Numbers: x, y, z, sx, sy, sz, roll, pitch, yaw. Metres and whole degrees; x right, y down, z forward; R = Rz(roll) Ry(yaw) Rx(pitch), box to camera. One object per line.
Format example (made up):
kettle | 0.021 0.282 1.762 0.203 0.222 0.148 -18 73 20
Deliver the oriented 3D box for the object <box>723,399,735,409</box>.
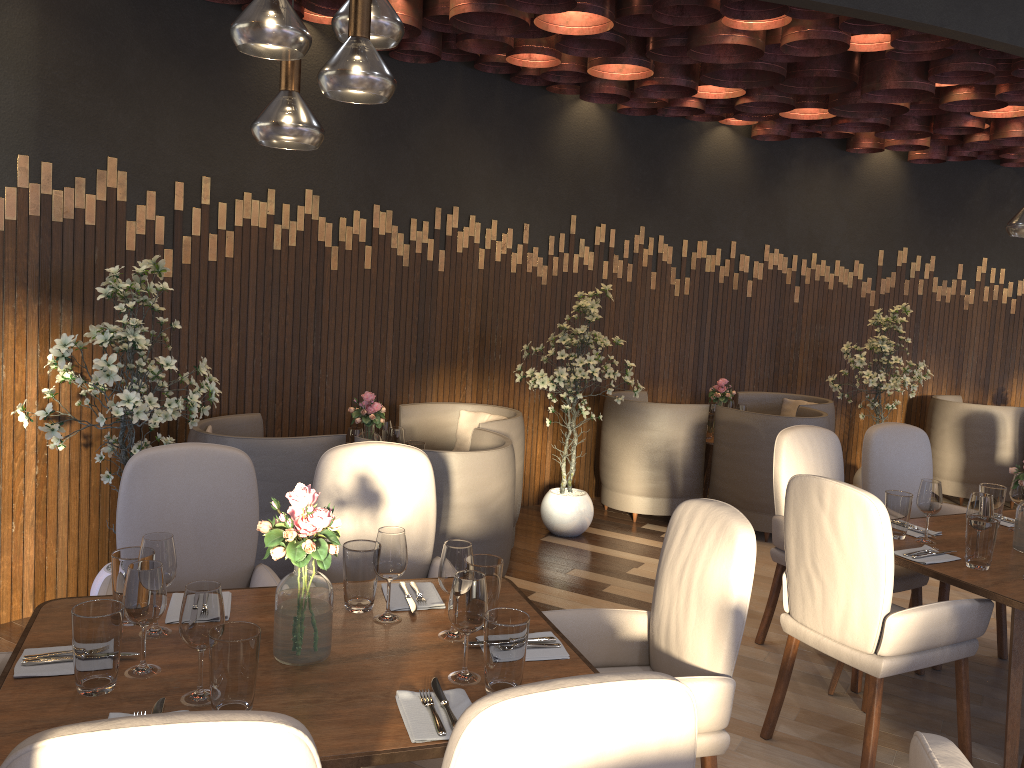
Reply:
object | 1.624 0.240 6.665 0.092 0.244 0.092 4 5 3

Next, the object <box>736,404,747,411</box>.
object | 1.657 0.269 6.423 0.092 0.244 0.092 3 5 -1

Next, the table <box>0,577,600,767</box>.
table | -0.504 0.974 2.143 1.306 0.664 0.968 1 6 -19

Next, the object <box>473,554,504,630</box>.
object | -0.078 0.552 2.348 0.102 0.178 0.102 4 5 11

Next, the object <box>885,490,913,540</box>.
object | 1.519 0.517 3.496 0.102 0.178 0.102 6 6 30

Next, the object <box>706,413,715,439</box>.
object | 1.386 0.299 6.307 0.102 0.178 0.102 7 6 33

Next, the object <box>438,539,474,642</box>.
object | -0.144 0.525 2.260 0.092 0.244 0.092 6 6 33

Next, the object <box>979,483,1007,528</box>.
object | 2.030 0.518 3.756 0.102 0.178 0.102 3 5 -9

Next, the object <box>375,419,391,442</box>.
object | -0.694 0.316 4.774 0.092 0.244 0.092 2 5 -20

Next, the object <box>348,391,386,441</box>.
object | -0.754 0.244 4.617 0.198 0.414 0.210 4 5 8

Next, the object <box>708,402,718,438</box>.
object | 1.443 0.259 6.399 0.092 0.244 0.092 6 5 24

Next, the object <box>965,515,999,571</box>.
object | 1.662 0.565 3.147 0.102 0.178 0.102 2 5 -13

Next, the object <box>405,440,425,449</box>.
object | -0.500 0.386 4.544 0.102 0.178 0.102 2 5 -12

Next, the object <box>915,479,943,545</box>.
object | 1.617 0.496 3.443 0.092 0.244 0.092 5 5 16

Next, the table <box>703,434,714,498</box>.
table | 1.514 0.651 6.553 0.833 0.560 0.836 2 6 -17

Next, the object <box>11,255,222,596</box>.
object | -1.653 0.249 3.753 0.748 1.612 0.789 7 6 36

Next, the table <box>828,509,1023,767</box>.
table | 1.991 0.972 3.469 1.307 0.664 0.968 0 7 -26

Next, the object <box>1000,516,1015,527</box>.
object | 2.148 0.591 3.876 0.157 0.019 0.256 0 7 -25

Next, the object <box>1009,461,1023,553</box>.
object | 2.028 0.441 3.411 0.198 0.414 0.210 2 5 -12

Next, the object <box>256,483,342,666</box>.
object | -0.498 0.441 2.091 0.198 0.414 0.210 4 5 8

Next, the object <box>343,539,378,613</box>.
object | -0.413 0.525 2.414 0.102 0.178 0.102 5 5 20

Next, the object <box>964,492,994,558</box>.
object | 1.709 0.523 3.244 0.092 0.244 0.092 3 5 -4

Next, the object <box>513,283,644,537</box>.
object | 0.386 0.149 5.714 0.746 1.612 0.790 0 6 -33

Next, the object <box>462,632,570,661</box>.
object | 0.005 0.652 2.215 0.255 0.019 0.158 2 7 -15

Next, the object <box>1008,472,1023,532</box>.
object | 2.129 0.497 3.703 0.092 0.244 0.092 5 5 22

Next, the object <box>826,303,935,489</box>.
object | 2.913 0.140 7.111 0.788 1.612 0.748 4 5 7

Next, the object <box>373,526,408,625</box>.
object | -0.324 0.505 2.346 0.092 0.244 0.092 6 5 26

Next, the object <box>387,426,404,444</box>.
object | -0.603 0.344 4.569 0.092 0.244 0.092 4 5 4

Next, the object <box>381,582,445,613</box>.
object | -0.278 0.602 2.512 0.157 0.019 0.256 2 7 -16

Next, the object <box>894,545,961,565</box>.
object | 1.537 0.624 3.267 0.255 0.019 0.158 0 7 -29

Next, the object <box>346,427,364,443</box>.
object | -0.796 0.343 4.479 0.092 0.244 0.092 4 5 7

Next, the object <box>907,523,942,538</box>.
object | 1.637 0.591 3.615 0.157 0.019 0.256 0 7 -25

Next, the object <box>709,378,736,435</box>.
object | 1.536 0.164 6.528 0.198 0.414 0.210 8 7 42
